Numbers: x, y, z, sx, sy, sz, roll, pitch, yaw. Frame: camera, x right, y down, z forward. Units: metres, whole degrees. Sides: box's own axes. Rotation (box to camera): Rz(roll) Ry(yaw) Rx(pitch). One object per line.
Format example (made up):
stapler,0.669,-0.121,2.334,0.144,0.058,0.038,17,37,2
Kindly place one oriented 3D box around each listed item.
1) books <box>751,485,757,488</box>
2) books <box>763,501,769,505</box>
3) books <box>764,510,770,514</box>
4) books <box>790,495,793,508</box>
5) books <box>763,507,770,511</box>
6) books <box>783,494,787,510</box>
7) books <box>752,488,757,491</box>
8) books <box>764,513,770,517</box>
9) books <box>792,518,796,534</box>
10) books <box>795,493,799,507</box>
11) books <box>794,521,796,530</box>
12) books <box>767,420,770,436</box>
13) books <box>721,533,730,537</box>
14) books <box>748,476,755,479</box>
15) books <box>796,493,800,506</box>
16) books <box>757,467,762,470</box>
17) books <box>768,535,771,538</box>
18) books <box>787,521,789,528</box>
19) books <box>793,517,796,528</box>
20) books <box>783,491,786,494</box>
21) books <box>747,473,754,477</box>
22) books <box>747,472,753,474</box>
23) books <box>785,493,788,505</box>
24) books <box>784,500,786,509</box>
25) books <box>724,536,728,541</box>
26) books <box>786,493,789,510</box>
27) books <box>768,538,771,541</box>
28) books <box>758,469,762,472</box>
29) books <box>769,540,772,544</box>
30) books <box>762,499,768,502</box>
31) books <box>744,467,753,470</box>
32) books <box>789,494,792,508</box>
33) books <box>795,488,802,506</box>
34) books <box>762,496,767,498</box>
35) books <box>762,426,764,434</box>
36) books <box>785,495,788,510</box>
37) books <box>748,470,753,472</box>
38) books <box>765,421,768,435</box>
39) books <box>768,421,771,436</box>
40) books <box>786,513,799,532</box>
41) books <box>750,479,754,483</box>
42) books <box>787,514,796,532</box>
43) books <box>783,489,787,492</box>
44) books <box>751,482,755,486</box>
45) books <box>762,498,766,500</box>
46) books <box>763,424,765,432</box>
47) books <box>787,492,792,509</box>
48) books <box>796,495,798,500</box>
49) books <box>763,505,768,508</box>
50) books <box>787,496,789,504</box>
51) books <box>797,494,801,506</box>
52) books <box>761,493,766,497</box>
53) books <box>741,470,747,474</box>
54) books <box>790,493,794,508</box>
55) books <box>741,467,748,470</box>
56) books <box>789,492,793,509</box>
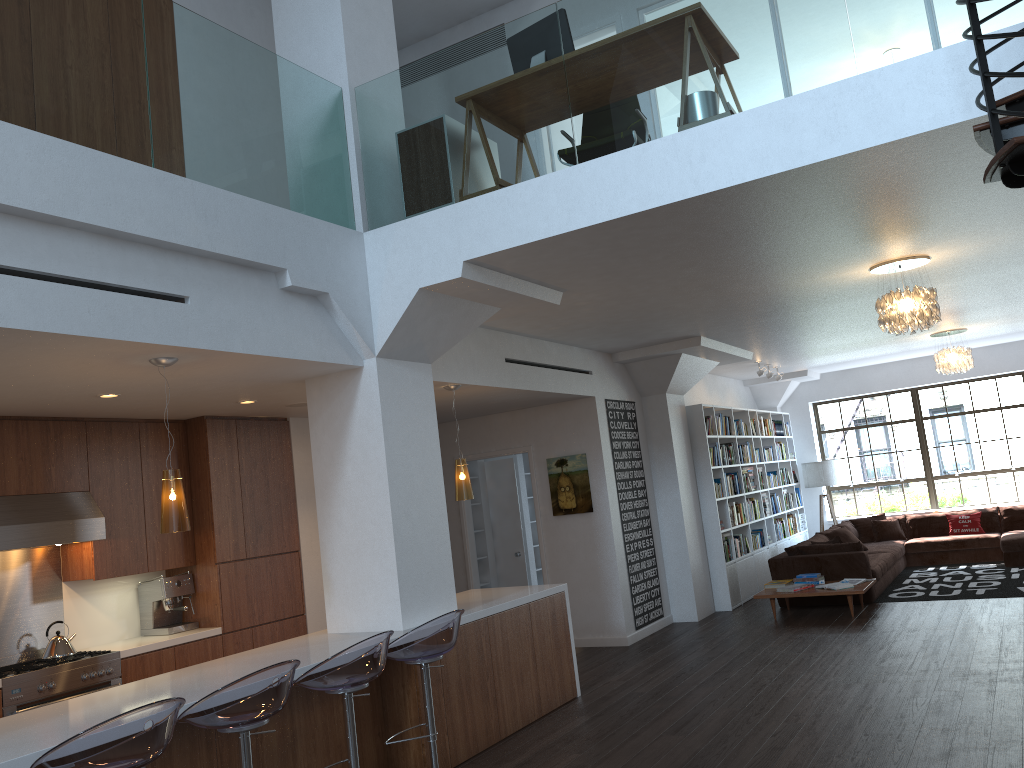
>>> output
books,3.207,1.406,12.060,0.160,0.039,0.251,-12,-9,34
books,3.453,1.682,12.429,0.253,0.040,0.183,-11,-8,29
books,3.461,1.803,12.414,0.251,0.037,0.160,-12,-9,34
books,4.259,1.831,13.736,0.161,0.221,0.035,-11,-8,28
books,3.465,1.767,12.442,0.259,0.040,0.180,-11,-8,29
books,4.040,1.785,13.366,0.174,0.251,0.051,-11,-8,29
books,3.215,1.444,12.056,0.171,0.039,0.246,-11,-8,29
books,3.466,1.840,12.406,0.246,0.038,0.171,-11,-8,29
books,4.225,2.177,13.574,0.189,0.247,0.057,-11,-8,29
books,4.421,1.833,14.009,0.172,0.235,0.112,-11,-8,29
books,4.286,2.200,13.649,0.144,0.207,0.048,-11,-8,29
books,3.729,0.663,13.206,0.183,0.253,0.034,-11,-8,29
books,2.464,1.807,10.573,0.223,0.027,0.161,-13,-9,38
books,3.193,1.282,12.083,0.183,0.042,0.253,-11,-8,29
books,4.471,1.850,14.095,0.161,0.213,0.118,-11,-8,29
books,3.362,1.192,12.401,0.224,0.030,0.161,-13,-9,39
books,3.454,2.142,12.364,0.254,0.032,0.174,-12,-9,34
books,4.054,2.168,13.281,0.168,0.231,0.040,-11,-8,29
books,4.292,2.188,13.697,0.159,0.241,0.038,-11,-8,29
books,4.015,1.651,13.397,0.223,0.031,0.161,-11,-8,29
books,3.186,1.248,12.096,0.161,0.033,0.223,-11,-8,29
books,3.182,1.223,12.127,0.223,0.027,0.161,-9,-8,19
books,4.084,1.794,13.462,0.183,0.253,0.039,-11,-8,29
books,4.021,1.798,13.330,0.161,0.223,0.030,-11,-8,29
books,2.473,1.846,10.592,0.174,0.045,0.240,-9,-8,19
books,4.122,1.799,13.519,0.171,0.246,0.036,-11,-8,29
books,3.461,2.174,12.355,0.284,0.033,0.197,-9,-8,14
books,3.362,1.221,12.390,0.223,0.031,0.161,-11,-8,29
books,3.465,2.207,12.350,0.284,0.035,0.197,-11,-8,29
books,3.458,1.648,12.436,0.223,0.032,0.161,-11,-8,29
books,3.193,1.159,12.111,0.129,0.043,0.185,-14,-10,43
books,4.221,1.819,13.676,0.161,0.223,0.032,-11,-8,29
books,4.539,1.820,14.233,0.176,0.290,0.053,-11,-8,29
books,3.461,1.593,12.430,0.208,0.024,0.144,-12,-9,34
books,3.585,0.663,12.962,0.161,0.223,0.027,-11,-8,29
books,4.081,1.803,13.423,0.161,0.223,0.030,-11,-8,29
books,3.193,1.194,12.113,0.144,0.024,0.208,-12,-9,34
books,3.690,0.671,13.149,0.168,0.231,0.037,-11,-8,29
books,3.780,0.670,13.299,0.160,0.250,0.026,-11,-8,29
books,4.354,2.170,13.811,0.176,0.290,0.053,-11,-8,29
books,3.193,1.326,12.085,0.168,0.045,0.231,-10,-8,24
books,4.262,2.152,13.612,0.140,0.298,0.044,-11,-8,29
books,4.016,1.622,13.408,0.224,0.030,0.161,-13,-9,39
books,3.179,1.370,12.074,0.180,0.042,0.259,-11,-8,29
books,3.468,1.615,12.416,0.161,0.026,0.223,-9,-8,19
books,3.625,0.668,13.032,0.161,0.223,0.026,-11,-8,29
books,4.182,1.802,13.623,0.183,0.253,0.042,-11,-8,29
books,4.447,1.846,14.065,0.161,0.218,0.101,-11,-8,29
books,3.466,1.722,12.429,0.231,0.044,0.168,-10,-8,24
books,4.138,1.799,13.552,0.160,0.251,0.036,-11,-8,29
books,4.492,1.855,14.141,0.161,0.213,0.146,-11,-8,29
books,3.451,1.561,12.430,0.185,0.041,0.129,-14,-10,43
books,2.999,1.170,11.750,0.174,0.045,0.240,-11,-8,29
books,4.295,1.827,13.816,0.168,0.228,0.139,-11,-8,29
books,2.990,1.132,11.732,0.223,0.027,0.161,-13,-9,38
books,4.232,1.809,13.711,0.160,0.251,0.039,-11,-8,29
